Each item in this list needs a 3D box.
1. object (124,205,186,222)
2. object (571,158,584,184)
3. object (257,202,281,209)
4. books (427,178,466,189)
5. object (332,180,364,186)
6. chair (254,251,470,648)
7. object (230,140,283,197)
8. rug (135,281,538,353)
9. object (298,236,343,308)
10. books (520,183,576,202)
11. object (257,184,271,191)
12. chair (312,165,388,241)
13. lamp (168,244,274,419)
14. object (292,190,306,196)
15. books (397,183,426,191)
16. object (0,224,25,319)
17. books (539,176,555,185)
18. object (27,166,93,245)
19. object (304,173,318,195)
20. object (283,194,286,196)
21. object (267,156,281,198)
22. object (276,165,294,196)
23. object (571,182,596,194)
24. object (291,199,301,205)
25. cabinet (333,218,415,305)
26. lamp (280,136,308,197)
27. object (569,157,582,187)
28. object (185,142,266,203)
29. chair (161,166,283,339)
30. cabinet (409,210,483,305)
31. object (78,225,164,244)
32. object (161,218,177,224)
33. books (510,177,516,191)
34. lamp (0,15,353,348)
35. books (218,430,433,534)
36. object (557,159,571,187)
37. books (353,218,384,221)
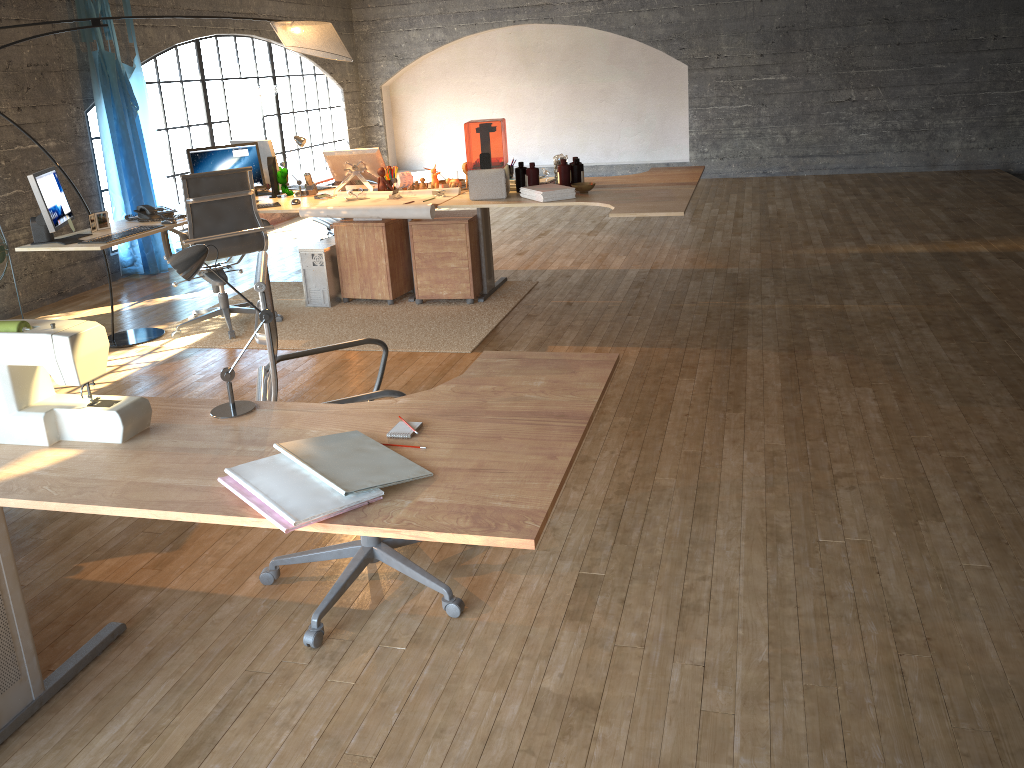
[{"bbox_3d":[-2.192,-1.054,5.427,0.283,0.079,0.416,-20,25,-39],"label":"object"},{"bbox_3d":[0.405,-1.301,5.458,0.079,0.182,0.081,3,17,23],"label":"object"},{"bbox_3d":[-1.730,-1.120,5.625,0.492,0.011,0.191,-11,21,-18],"label":"object"},{"bbox_3d":[-0.446,-1.353,5.966,0.294,0.053,0.264,-16,23,-31],"label":"books"},{"bbox_3d":[-1.236,-1.457,6.835,0.303,0.236,0.373,-15,21,-31],"label":"object"},{"bbox_3d":[-0.462,0.113,2.612,0.687,0.990,0.667,-8,17,-14],"label":"chair"},{"bbox_3d":[-1.804,-1.532,6.244,0.474,0.381,0.291,11,22,39],"label":"object"},{"bbox_3d":[-1.078,-0.484,5.858,2.201,0.005,1.643,2,20,15],"label":"rug"},{"bbox_3d":[-1.248,-0.790,6.161,0.200,0.401,0.493,2,19,20],"label":"object"},{"bbox_3d":[0.206,-1.125,5.183,0.222,0.056,0.316,-12,21,-22],"label":"books"},{"bbox_3d":[-1.862,-1.469,6.560,0.155,0.055,0.138,8,22,30],"label":"object"},{"bbox_3d":[-1.179,-1.205,6.665,0.690,0.838,0.665,-12,19,-26],"label":"chair"},{"bbox_3d":[-0.667,-0.129,2.067,0.207,0.399,0.108,-3,15,2],"label":"lamp"},{"bbox_3d":[-1.486,-1.339,6.166,0.132,0.025,0.135,2,20,15],"label":"object"},{"bbox_3d":[-0.725,-1.375,6.142,0.215,0.012,0.339,-3,20,3],"label":"books"},{"bbox_3d":[-3.521,-0.679,5.725,0.581,0.783,0.502,2,17,20],"label":"object"},{"bbox_3d":[0.145,-1.348,5.852,0.318,0.043,0.315,3,21,20],"label":"books"},{"bbox_3d":[-2.488,-0.968,4.795,0.286,0.381,0.481,-8,18,-13],"label":"object"},{"bbox_3d":[-1.389,-1.377,6.063,0.082,0.155,0.086,-3,16,5],"label":"object"},{"bbox_3d":[-1.567,-1.333,6.188,0.011,0.011,0.163,0,20,12],"label":"object"},{"bbox_3d":[-1.644,-1.421,6.064,0.085,0.271,0.086,-12,17,-26],"label":"object"},{"bbox_3d":[-1.578,-1.405,6.089,0.116,0.215,0.251,-11,19,-23],"label":"object"},{"bbox_3d":[0.428,-1.170,5.284,0.147,0.053,0.150,-6,19,-7],"label":"object"},{"bbox_3d":[-1.392,-1.174,5.680,0.059,0.033,0.103,-7,19,-8],"label":"object"},{"bbox_3d":[-0.916,-0.876,6.109,0.426,0.558,0.484,3,18,23],"label":"cabinet"},{"bbox_3d":[-1.479,-1.488,6.027,0.208,0.399,0.107,4,17,27],"label":"lamp"},{"bbox_3d":[0.402,-1.335,5.554,0.079,0.182,0.081,3,17,23],"label":"object"},{"bbox_3d":[-1.878,-1.379,5.829,0.475,0.381,0.290,-16,20,-32],"label":"object"},{"bbox_3d":[-1.893,-0.838,5.551,0.662,0.990,0.693,-17,21,-38],"label":"chair"},{"bbox_3d":[-0.422,-0.853,5.950,0.427,0.558,0.437,0,17,13],"label":"cabinet"},{"bbox_3d":[-2.164,-0.834,4.909,0.187,0.011,0.503,2,20,15],"label":"object"},{"bbox_3d":[-2.023,-0.963,5.209,0.101,0.033,0.060,5,21,25],"label":"object"},{"bbox_3d":[-0.018,-1.280,5.657,0.229,0.068,0.182,4,21,23],"label":"books"},{"bbox_3d":[-3.747,-0.861,4.632,6.290,1.887,0.392,-14,18,-27],"label":"lamp"},{"bbox_3d":[-0.360,0.168,1.702,0.322,0.043,0.311,-19,25,-36],"label":"books"},{"bbox_3d":[0.323,-1.299,5.469,0.080,0.182,0.081,6,19,32],"label":"object"},{"bbox_3d":[-0.923,-1.194,6.015,0.220,0.107,0.318,2,20,17],"label":"books"}]
